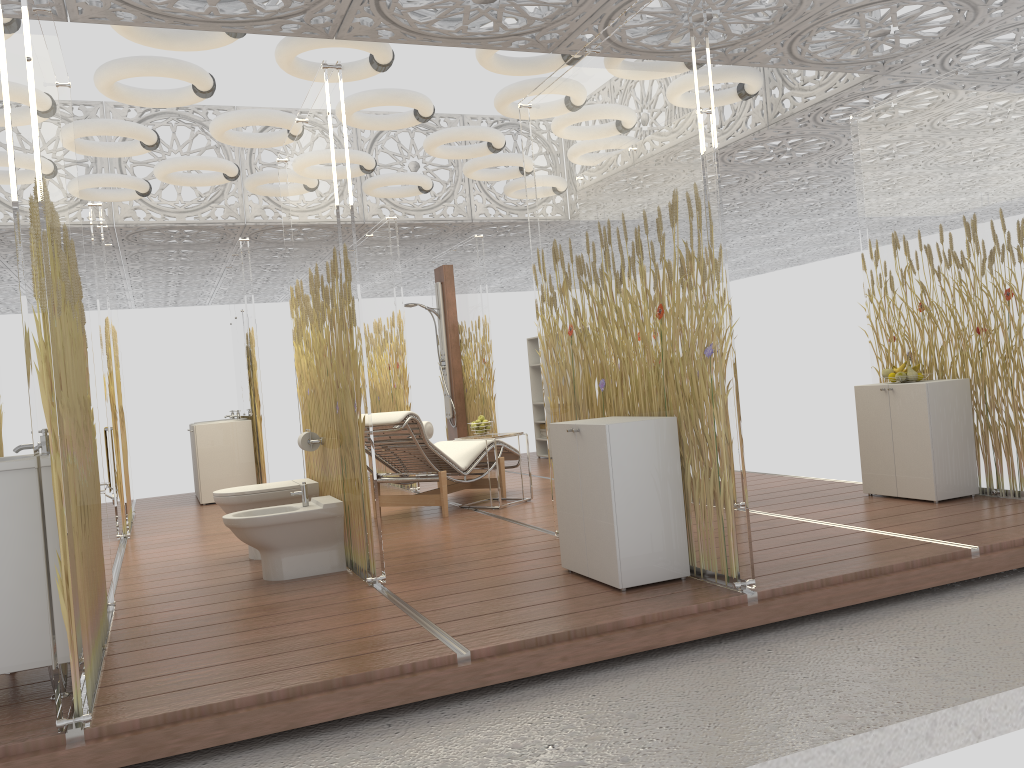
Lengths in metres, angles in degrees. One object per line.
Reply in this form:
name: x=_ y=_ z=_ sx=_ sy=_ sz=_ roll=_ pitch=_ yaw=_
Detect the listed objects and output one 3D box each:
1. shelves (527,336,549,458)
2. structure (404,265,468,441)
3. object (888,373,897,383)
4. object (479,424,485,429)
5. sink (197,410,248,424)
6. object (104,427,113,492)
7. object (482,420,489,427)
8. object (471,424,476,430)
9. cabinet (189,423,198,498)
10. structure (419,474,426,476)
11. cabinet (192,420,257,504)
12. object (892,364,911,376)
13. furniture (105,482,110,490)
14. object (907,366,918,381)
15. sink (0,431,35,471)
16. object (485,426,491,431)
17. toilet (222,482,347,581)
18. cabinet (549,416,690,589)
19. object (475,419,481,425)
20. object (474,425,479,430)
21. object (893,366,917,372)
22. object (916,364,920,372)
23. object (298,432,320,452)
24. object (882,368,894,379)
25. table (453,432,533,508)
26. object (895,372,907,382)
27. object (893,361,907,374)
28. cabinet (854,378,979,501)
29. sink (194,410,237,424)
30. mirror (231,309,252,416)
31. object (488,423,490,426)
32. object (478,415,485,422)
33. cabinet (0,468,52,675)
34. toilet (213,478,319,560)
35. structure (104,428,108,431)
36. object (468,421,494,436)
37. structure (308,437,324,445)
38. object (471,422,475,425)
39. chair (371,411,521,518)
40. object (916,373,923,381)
shelves: x=0.469 y=0.146 z=10.831 sx=0.344 sy=1.460 sz=0.366 roll=-5 pitch=0 yaw=-22
structure: x=-0.874 y=-0.194 z=10.492 sx=0.624 sy=2.402 sz=0.433 roll=-5 pitch=0 yaw=-36
object: x=2.440 y=-0.041 z=5.679 sx=0.056 sy=0.066 sz=0.053 roll=-5 pitch=0 yaw=-20
object: x=-0.234 y=0.330 z=6.893 sx=0.047 sy=0.045 sz=0.047 roll=-5 pitch=0 yaw=-18
sink: x=-2.988 y=0.416 z=9.155 sx=0.499 sy=0.266 sz=0.573 roll=-5 pitch=0 yaw=-19
object: x=-3.595 y=0.709 z=7.931 sx=0.042 sy=0.656 sz=0.283 roll=-5 pitch=0 yaw=-22
object: x=-0.206 y=0.305 z=6.927 sx=0.050 sy=0.054 sz=0.055 roll=-5 pitch=0 yaw=37
object: x=-0.293 y=0.337 z=6.941 sx=0.058 sy=0.058 sz=0.058 roll=-5 pitch=0 yaw=35
cabinet: x=-3.238 y=0.807 z=9.813 sx=0.549 sy=0.782 sz=0.643 roll=-5 pitch=0 yaw=-22
structure: x=-1.105 y=1.051 z=10.436 sx=0.879 sy=0.039 sz=1.053 roll=-5 pitch=0 yaw=-22
cabinet: x=-2.970 y=0.784 z=9.146 sx=0.549 sy=0.782 sz=0.643 roll=-5 pitch=0 yaw=-22
object: x=2.518 y=-0.083 z=5.708 sx=0.032 sy=0.085 sz=0.186 roll=-5 pitch=0 yaw=-11
furniture: x=-3.383 y=0.847 z=7.196 sx=0.178 sy=0.014 sz=0.977 roll=-5 pitch=0 yaw=-22
object: x=2.525 y=-0.067 z=5.596 sx=0.064 sy=0.097 sz=0.064 roll=-5 pitch=0 yaw=-31
sink: x=-1.878 y=0.310 z=3.194 sx=0.454 sy=0.263 sz=0.603 roll=-5 pitch=0 yaw=-22
object: x=-0.190 y=0.346 z=6.940 sx=0.045 sy=0.042 sz=0.045 roll=-5 pitch=0 yaw=-27
toilet: x=-1.254 y=0.805 z=4.849 sx=0.611 sy=0.506 sz=0.401 roll=-5 pitch=0 yaw=-22
cabinet: x=0.489 y=0.524 z=4.159 sx=0.358 sy=0.712 sz=0.595 roll=-5 pitch=0 yaw=-22
object: x=-0.263 y=0.298 z=6.892 sx=0.047 sy=0.045 sz=0.047 roll=-5 pitch=0 yaw=-21
object: x=-0.276 y=0.337 z=6.902 sx=0.040 sy=0.040 sz=0.039 roll=-5 pitch=0 yaw=-30
object: x=2.540 y=-0.094 z=5.702 sx=0.045 sy=0.064 sz=0.202 roll=-5 pitch=0 yaw=-18
object: x=2.562 y=-0.087 z=5.748 sx=0.051 sy=0.079 sz=0.186 roll=-5 pitch=0 yaw=-43
object: x=-1.213 y=0.343 z=5.302 sx=0.115 sy=0.115 sz=0.131 roll=-5 pitch=0 yaw=-22
object: x=2.434 y=-0.066 z=5.740 sx=0.077 sy=0.067 sz=0.078 roll=-5 pitch=0 yaw=-21
table: x=-0.147 y=0.669 z=6.961 sx=0.420 sy=0.535 sz=0.420 roll=-5 pitch=0 yaw=38
object: x=2.458 y=-0.046 z=5.623 sx=0.066 sy=0.065 sz=0.091 roll=-5 pitch=0 yaw=-7
object: x=2.484 y=-0.103 z=5.697 sx=0.035 sy=0.084 sz=0.200 roll=-5 pitch=0 yaw=0
cabinet: x=2.568 y=0.344 z=5.662 sx=0.358 sy=0.712 sz=0.595 roll=-5 pitch=0 yaw=-22
sink: x=-3.255 y=0.439 z=9.821 sx=0.499 sy=0.266 sz=0.573 roll=-5 pitch=0 yaw=-25
mirror: x=-2.932 y=-0.194 z=9.581 sx=0.009 sy=1.081 sz=1.422 roll=-5 pitch=0 yaw=-22
object: x=-0.199 y=0.318 z=6.981 sx=0.055 sy=0.048 sz=0.054 roll=-5 pitch=0 yaw=-29
object: x=-0.240 y=0.272 z=6.948 sx=0.055 sy=0.056 sz=0.055 roll=-5 pitch=0 yaw=-22
cabinet: x=-1.790 y=0.631 z=3.221 sx=0.316 sy=0.678 sz=0.580 roll=-5 pitch=0 yaw=-22
toilet: x=-1.533 y=0.857 z=5.550 sx=0.611 sy=0.437 sz=0.401 roll=-5 pitch=0 yaw=-22
structure: x=-3.598 y=0.400 z=7.943 sx=0.078 sy=0.047 sz=0.442 roll=-5 pitch=0 yaw=-22
object: x=-0.242 y=0.352 z=6.951 sx=0.206 sy=0.105 sz=0.206 roll=-5 pitch=0 yaw=23
structure: x=-1.180 y=0.341 z=5.294 sx=0.080 sy=0.047 sz=0.215 roll=-5 pitch=0 yaw=-22
object: x=-0.299 y=0.320 z=6.984 sx=0.047 sy=0.048 sz=0.047 roll=-5 pitch=0 yaw=30
chair: x=-0.579 y=0.581 z=7.071 sx=0.635 sy=0.811 sz=1.787 roll=-5 pitch=0 yaw=28
object: x=2.576 y=-0.044 z=5.630 sx=0.066 sy=0.055 sz=0.055 roll=-5 pitch=0 yaw=26
